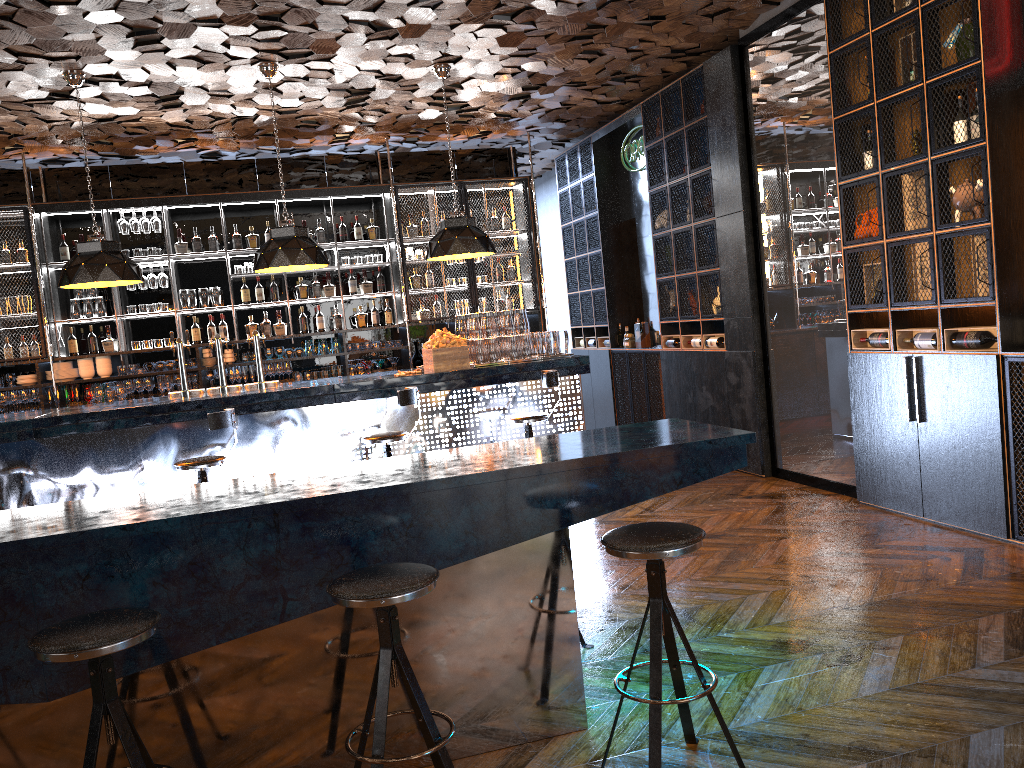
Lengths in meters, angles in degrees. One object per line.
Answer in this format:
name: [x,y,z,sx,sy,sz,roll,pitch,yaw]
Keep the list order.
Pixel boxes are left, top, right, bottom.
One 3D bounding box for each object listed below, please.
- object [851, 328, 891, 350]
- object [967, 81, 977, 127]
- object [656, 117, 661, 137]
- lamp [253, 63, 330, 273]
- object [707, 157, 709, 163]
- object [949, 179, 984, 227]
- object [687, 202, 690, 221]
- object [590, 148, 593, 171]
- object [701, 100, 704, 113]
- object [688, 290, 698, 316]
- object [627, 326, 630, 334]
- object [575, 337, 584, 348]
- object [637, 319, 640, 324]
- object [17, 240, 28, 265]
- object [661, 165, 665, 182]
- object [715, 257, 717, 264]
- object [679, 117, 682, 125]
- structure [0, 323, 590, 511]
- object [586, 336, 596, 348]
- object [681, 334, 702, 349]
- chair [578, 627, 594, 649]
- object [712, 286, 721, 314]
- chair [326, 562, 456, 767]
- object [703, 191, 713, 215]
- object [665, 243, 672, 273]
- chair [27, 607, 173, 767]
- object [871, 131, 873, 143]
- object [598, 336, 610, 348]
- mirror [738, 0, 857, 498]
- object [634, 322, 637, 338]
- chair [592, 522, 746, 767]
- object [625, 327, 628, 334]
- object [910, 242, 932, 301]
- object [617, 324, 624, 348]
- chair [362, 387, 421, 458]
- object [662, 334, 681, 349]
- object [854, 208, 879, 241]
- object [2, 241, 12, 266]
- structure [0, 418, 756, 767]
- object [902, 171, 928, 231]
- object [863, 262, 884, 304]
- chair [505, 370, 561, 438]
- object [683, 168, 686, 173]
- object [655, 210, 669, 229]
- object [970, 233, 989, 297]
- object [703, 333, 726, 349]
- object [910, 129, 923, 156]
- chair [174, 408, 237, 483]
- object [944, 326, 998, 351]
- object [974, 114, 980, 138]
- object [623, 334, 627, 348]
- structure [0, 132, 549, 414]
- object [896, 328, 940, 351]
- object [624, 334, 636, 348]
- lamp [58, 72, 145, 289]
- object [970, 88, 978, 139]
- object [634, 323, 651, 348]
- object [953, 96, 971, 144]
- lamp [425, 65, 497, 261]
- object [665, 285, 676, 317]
object: [2.435,-0.302,5.903,0.122,0.132,0.396,-7,4,-13]
object: [2.748,-1.555,5.141,0.122,0.390,0.132,-7,4,-22]
object: [1.516,-2.487,8.622,0.253,0.249,0.126,-2,6,44]
lamp: [-1.807,-1.680,6.907,0.582,1.564,0.607,-7,4,-16]
object: [1.791,-2.045,7.831,0.114,0.290,0.249,-7,4,-15]
object: [2.601,-1.035,5.048,0.164,0.266,0.237,-10,6,-44]
object: [1.745,-1.610,8.266,0.253,0.249,0.126,-2,6,44]
object: [0.986,-2.614,10.361,0.116,0.358,0.198,-7,4,-16]
object: [1.751,-2.436,7.808,0.138,0.222,0.278,-7,4,-15]
object: [1.751,-0.757,8.355,0.131,0.280,0.208,-8,5,-34]
object: [1.333,-0.543,10.169,0.065,0.237,0.065,-3,5,33]
object: [0.924,-0.534,11.292,0.122,0.132,0.396,-7,4,-13]
object: [1.425,-0.577,9.931,0.086,0.313,0.086,-4,5,28]
object: [-4.866,-1.309,8.811,0.073,0.246,0.072,-6,4,0]
object: [1.537,-2.058,8.676,0.126,0.249,0.253,-7,4,-16]
object: [1.872,-1.146,7.923,0.119,0.220,0.212,-8,5,-31]
object: [1.638,-2.511,8.219,0.152,0.332,0.289,-7,4,-23]
structure: [-2.396,0.412,6.819,6.009,1.685,1.214,-7,4,-16]
object: [1.035,-0.514,10.878,0.123,0.132,0.396,-7,4,-16]
object: [1.741,-0.399,8.335,0.122,0.132,0.396,-7,4,-16]
chair: [0.067,0.803,4.098,0.419,0.813,0.419,-7,4,-21]
object: [1.919,-0.755,7.921,0.164,0.303,0.341,-6,4,-11]
chair: [-0.334,0.952,2.593,0.419,0.813,0.419,-7,4,-21]
object: [1.831,-1.591,7.874,0.266,0.239,0.265,-9,5,-37]
object: [1.624,-1.255,8.736,0.167,0.356,0.255,-6,4,-11]
chair: [-1.074,1.039,2.399,0.419,0.813,0.419,-7,4,-21]
object: [2.439,-1.546,5.962,0.086,0.313,0.086,-4,4,23]
object: [1.146,-0.494,10.468,0.122,0.132,0.396,-7,4,-16]
mirror: [2.157,-0.969,6.657,0.026,3.551,1.194,-7,4,-16]
object: [1.420,-0.559,10.029,0.080,0.279,0.080,-3,5,33]
chair: [0.475,0.857,2.785,0.419,0.813,0.419,-7,4,-21]
object: [1.307,-0.534,10.087,0.065,0.237,0.065,-2,6,43]
object: [2.650,-0.703,5.526,0.139,0.396,0.281,-7,4,-18]
object: [1.257,-0.558,10.232,0.080,0.279,0.080,-3,5,33]
chair: [-0.824,0.595,6.157,0.476,1.108,0.419,-6,4,-1]
object: [1.626,-0.417,8.745,0.122,0.133,0.396,-7,4,-16]
object: [2.370,-1.049,5.873,0.138,0.222,0.278,-7,4,-16]
object: [-5.005,-1.292,8.772,0.073,0.246,0.072,-8,5,-30]
structure: [-1.500,0.943,2.997,4.941,0.998,0.673,-7,4,-16]
object: [2.615,-1.135,5.528,0.162,0.396,0.304,-9,5,-40]
object: [2.553,-0.673,5.933,0.152,0.297,0.361,-8,5,-24]
chair: [0.162,0.472,6.502,0.476,1.108,0.419,-6,4,-6]
object: [1.696,-2.005,8.272,0.210,0.168,0.105,-7,4,-16]
object: [1.587,-1.611,8.699,0.403,0.221,0.192,-2,6,44]
object: [2.808,-0.688,5.100,0.136,0.396,0.276,-8,5,-25]
object: [1.859,-0.381,7.920,0.123,0.132,0.396,-7,4,-15]
object: [2.548,-1.462,5.433,0.182,0.187,0.187,-4,4,19]
chair: [-1.975,0.736,5.785,0.476,1.108,0.419,-6,4,-1]
object: [2.705,-0.262,5.096,0.126,0.132,0.396,-8,5,-27]
object: [2.622,-1.453,4.960,0.065,0.237,0.065,-9,6,-42]
object: [1.359,-0.492,9.998,0.228,0.164,0.117,-7,4,-14]
structure: [-2.880,-0.653,9.211,6.750,3.553,1.143,-7,4,-16]
object: [2.557,-0.277,5.489,0.122,0.132,0.396,-6,4,-11]
object: [1.316,-0.477,9.852,0.106,0.164,0.106,-8,5,-26]
lamp: [-3.174,-1.526,6.647,0.582,1.564,0.607,-7,4,-16]
object: [2.655,-1.511,5.041,0.091,0.332,0.091,-4,5,28]
object: [1.421,-0.529,9.653,0.116,0.264,0.144,-7,4,-16]
object: [2.592,-1.500,5.109,0.086,0.313,0.086,-4,5,28]
lamp: [-0.504,-1.845,7.396,0.582,1.564,0.607,-7,4,-16]
object: [1.661,-0.815,8.771,0.175,0.351,0.369,-6,4,-11]
